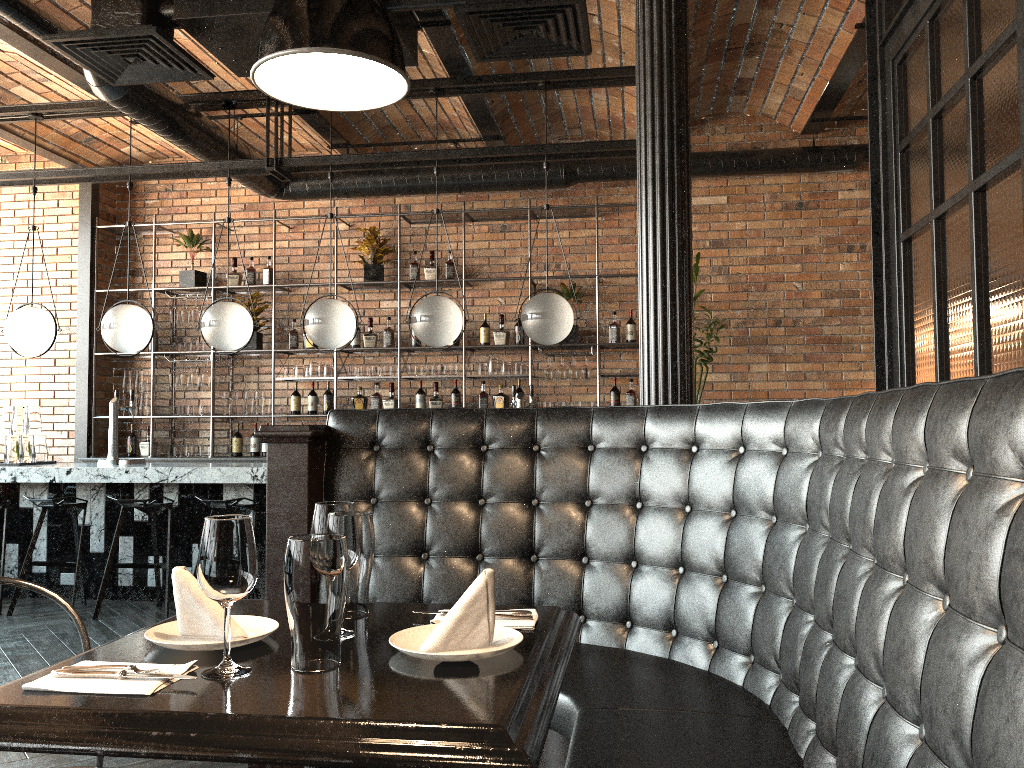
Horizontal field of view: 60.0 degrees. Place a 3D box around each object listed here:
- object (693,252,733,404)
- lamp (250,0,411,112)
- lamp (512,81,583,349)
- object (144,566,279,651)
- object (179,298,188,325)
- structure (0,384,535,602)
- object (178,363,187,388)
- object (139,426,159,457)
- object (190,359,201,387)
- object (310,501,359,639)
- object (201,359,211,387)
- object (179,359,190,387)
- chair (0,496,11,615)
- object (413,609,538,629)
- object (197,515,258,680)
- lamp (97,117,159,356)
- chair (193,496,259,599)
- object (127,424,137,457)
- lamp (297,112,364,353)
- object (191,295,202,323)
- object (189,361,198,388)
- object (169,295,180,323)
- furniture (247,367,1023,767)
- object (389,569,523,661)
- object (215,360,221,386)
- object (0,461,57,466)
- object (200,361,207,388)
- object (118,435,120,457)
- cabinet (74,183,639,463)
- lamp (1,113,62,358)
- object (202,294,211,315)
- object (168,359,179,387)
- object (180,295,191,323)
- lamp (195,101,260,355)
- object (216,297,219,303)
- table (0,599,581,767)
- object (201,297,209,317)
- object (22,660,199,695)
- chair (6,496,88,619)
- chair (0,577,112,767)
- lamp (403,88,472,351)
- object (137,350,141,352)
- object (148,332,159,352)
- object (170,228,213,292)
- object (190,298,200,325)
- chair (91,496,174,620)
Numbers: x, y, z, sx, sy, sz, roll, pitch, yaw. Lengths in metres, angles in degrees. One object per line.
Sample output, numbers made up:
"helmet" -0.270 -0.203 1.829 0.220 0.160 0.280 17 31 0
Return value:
"object" 1.388 -0.204 6.831 0.673 1.546 0.584 2 -4 -43
"lamp" -0.340 -1.382 1.690 0.291 1.653 0.291 2 -4 -37
"lamp" 0.227 -1.106 5.786 0.340 1.754 0.340 2 -3 -36
"object" -0.545 0.403 1.620 0.232 0.139 0.232 2 -3 -33
"object" -3.004 -0.661 8.113 0.092 0.244 0.092 -1 -3 14
"structure" -1.022 0.754 6.496 5.346 1.430 1.930 -1 -3 8
"object" -3.001 -0.089 8.085 0.092 0.244 0.092 -1 -3 14
"object" -3.278 0.518 8.007 0.123 0.279 0.123 -1 -3 22
"object" -2.817 -0.099 7.893 0.092 0.244 0.092 -1 -3 14
"object" -0.332 0.345 1.657 0.092 0.244 0.092 -2 -3 25
"object" -2.714 -0.101 7.878 0.092 0.244 0.092 -1 -3 14
"object" -2.915 -0.098 7.907 0.092 0.244 0.092 -1 -3 14
"chair" -3.410 1.075 5.700 0.475 0.737 0.414 0 -3 -2
"object" -0.075 0.462 1.767 0.255 0.019 0.157 -1 -3 4
"object" -0.450 0.333 1.402 0.092 0.244 0.092 0 -3 -9
"lamp" -2.675 -1.068 6.199 0.340 1.754 0.340 2 -3 -36
"chair" -1.712 1.053 5.459 0.475 0.737 0.414 -1 -3 18
"object" -3.435 0.509 8.018 0.086 0.297 0.086 -3 -4 42
"lamp" -1.224 -1.087 5.992 0.340 1.754 0.340 2 -3 -36
"object" -2.820 -0.672 7.921 0.092 0.244 0.092 -1 -3 14
"object" -2.892 -0.090 8.070 0.092 0.244 0.092 -1 -3 14
"object" -3.027 -0.669 7.950 0.092 0.244 0.092 -1 -3 14
"furniture" -0.155 0.558 0.441 1.979 1.212 5.451 -1 -3 8
"object" -0.097 0.396 1.542 0.232 0.139 0.232 2 -3 -34
"object" -2.691 -0.093 8.041 0.092 0.244 0.092 -1 -3 14
"object" -3.501 0.566 6.325 0.273 0.019 0.437 -1 -3 8
"object" -2.794 -0.092 8.056 0.092 0.244 0.092 -1 -3 14
"object" -3.620 0.514 8.076 0.086 0.299 0.086 2 -3 -33
"cabinet" -2.219 -0.285 7.869 7.075 3.779 0.564 -1 -3 8
"lamp" -3.401 -1.059 6.302 0.340 1.754 0.340 2 -3 -36
"object" -2.718 -0.673 7.906 0.092 0.244 0.092 -1 -3 14
"object" -3.024 -0.097 7.922 0.092 0.244 0.092 -1 -3 14
"object" -2.918 -0.670 7.935 0.092 0.244 0.092 -1 -3 14
"lamp" -1.950 -1.078 6.096 0.340 1.754 0.340 2 -3 -36
"object" -2.694 -0.665 8.069 0.092 0.244 0.092 -1 -3 14
"table" -0.340 0.842 1.557 0.872 0.758 0.872 -1 -3 8
"object" -2.797 -0.664 8.084 0.092 0.244 0.092 -1 -3 14
"object" -0.592 0.446 1.365 0.255 0.019 0.157 -1 -3 9
"chair" -2.844 1.067 5.620 0.475 0.737 0.414 -1 -3 13
"chair" -0.815 0.796 1.596 0.558 0.857 0.504 -1 -3 8
"lamp" -0.499 -1.097 5.889 0.340 1.754 0.340 2 -3 -36
"object" -3.418 -0.413 8.072 0.123 0.279 0.123 0 -3 -3
"object" -3.262 -0.426 8.068 0.086 0.299 0.086 2 -3 -33
"object" -2.901 -1.128 8.073 0.377 0.554 0.422 0 -3 -4
"object" -2.895 -0.662 8.098 0.092 0.244 0.092 -1 -3 14
"chair" -2.287 1.060 5.540 0.475 0.737 0.414 0 -3 3
